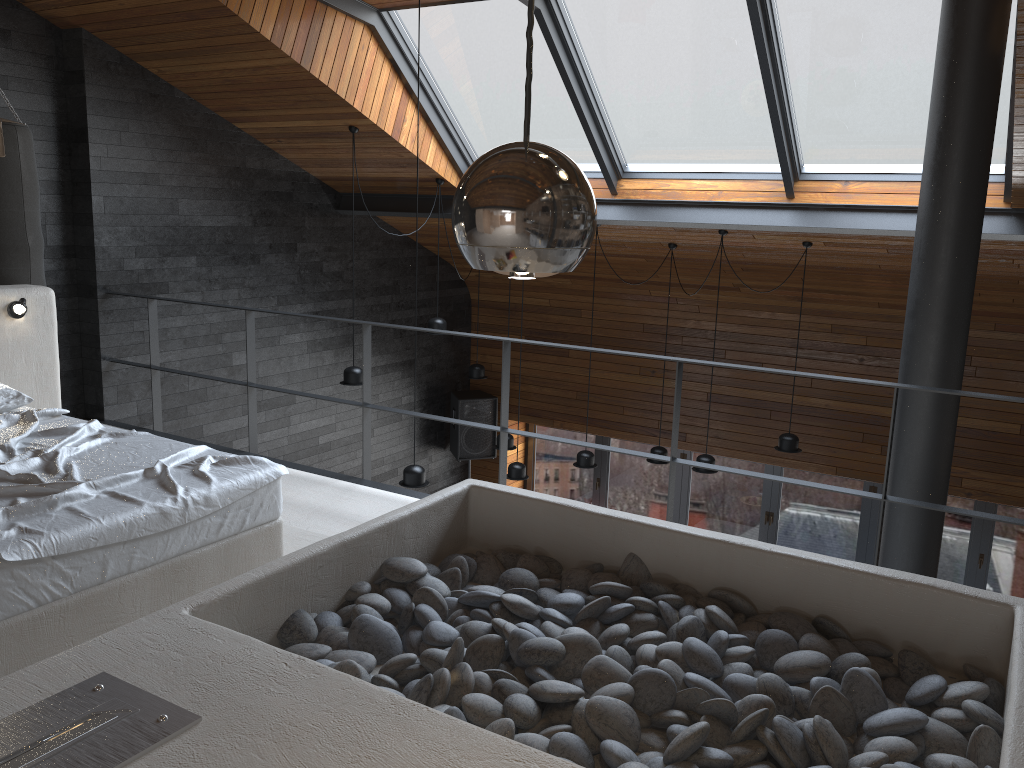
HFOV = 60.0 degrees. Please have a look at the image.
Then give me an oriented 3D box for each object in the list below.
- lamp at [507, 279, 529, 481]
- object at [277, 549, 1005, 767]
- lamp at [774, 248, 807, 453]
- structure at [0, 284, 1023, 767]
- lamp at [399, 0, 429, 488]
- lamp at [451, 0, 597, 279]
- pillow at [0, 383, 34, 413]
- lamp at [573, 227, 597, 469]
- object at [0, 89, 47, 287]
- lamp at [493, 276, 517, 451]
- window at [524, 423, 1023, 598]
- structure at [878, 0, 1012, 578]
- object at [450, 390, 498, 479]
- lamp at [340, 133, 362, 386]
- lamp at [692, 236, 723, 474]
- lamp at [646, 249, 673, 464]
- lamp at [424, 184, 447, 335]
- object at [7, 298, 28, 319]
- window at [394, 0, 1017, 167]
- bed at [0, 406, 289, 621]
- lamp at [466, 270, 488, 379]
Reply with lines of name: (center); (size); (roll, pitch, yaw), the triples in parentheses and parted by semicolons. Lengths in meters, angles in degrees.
lamp: (0.076, -0.315, 7.409); (0.210, 2.272, 0.210); (-2, 12, -21)
object: (0.221, 0.754, 2.229); (1.842, 0.246, 1.436); (8, 13, 30)
lamp: (2.186, -0.255, 6.799); (0.210, 1.565, 0.210); (-2, 12, -21)
structure: (-1.210, 0.503, 2.402); (4.614, 1.120, 2.634); (8, 13, 30)
lamp: (-0.624, -0.888, 5.810); (0.210, 3.207, 0.210); (-6, 14, -36)
lamp: (0.038, -0.976, 0.736); (0.146, 1.771, 0.146); (-5, 13, -33)
pillow: (-2.506, 0.066, 3.624); (0.509, 0.173, 0.842); (8, 13, 30)
lamp: (0.662, -0.299, 7.437); (0.210, 2.033, 0.210); (-2, 12, -21)
object: (-2.896, -0.989, 4.998); (0.442, 1.602, 0.445); (-5, 13, -31)
lamp: (-0.030, -0.438, 7.642); (0.210, 2.035, 0.210); (-2, 12, -21)
window: (2.646, 1.402, 9.125); (5.937, 1.521, 0.101); (8, 13, 30)
structure: (1.865, 0.704, 4.199); (1.197, 5.698, 1.689); (8, 13, 30)
object: (-0.544, 1.249, 9.894); (0.639, 2.298, 0.686); (-2, 12, -21)
lamp: (-1.178, -0.916, 6.586); (0.210, 1.853, 0.210); (-2, 12, -21)
lamp: (1.589, -0.242, 6.980); (0.210, 1.911, 0.210); (-2, 12, -21)
lamp: (1.305, -0.312, 7.528); (0.210, 2.002, 0.210); (-2, 12, -21)
lamp: (-0.598, -1.011, 7.195); (0.210, 1.206, 0.210); (-2, 12, -21)
object: (-2.349, -0.356, 4.208); (0.085, 0.106, 0.165); (-5, 13, -31)
window: (1.084, -1.979, 5.765); (3.819, 1.031, 1.213); (8, 13, 30)
bed: (-2.108, 0.477, 2.950); (2.011, 0.484, 1.826); (8, 13, 30)
lamp: (-0.313, -0.735, 8.262); (0.210, 1.369, 0.210); (-2, 12, -21)
